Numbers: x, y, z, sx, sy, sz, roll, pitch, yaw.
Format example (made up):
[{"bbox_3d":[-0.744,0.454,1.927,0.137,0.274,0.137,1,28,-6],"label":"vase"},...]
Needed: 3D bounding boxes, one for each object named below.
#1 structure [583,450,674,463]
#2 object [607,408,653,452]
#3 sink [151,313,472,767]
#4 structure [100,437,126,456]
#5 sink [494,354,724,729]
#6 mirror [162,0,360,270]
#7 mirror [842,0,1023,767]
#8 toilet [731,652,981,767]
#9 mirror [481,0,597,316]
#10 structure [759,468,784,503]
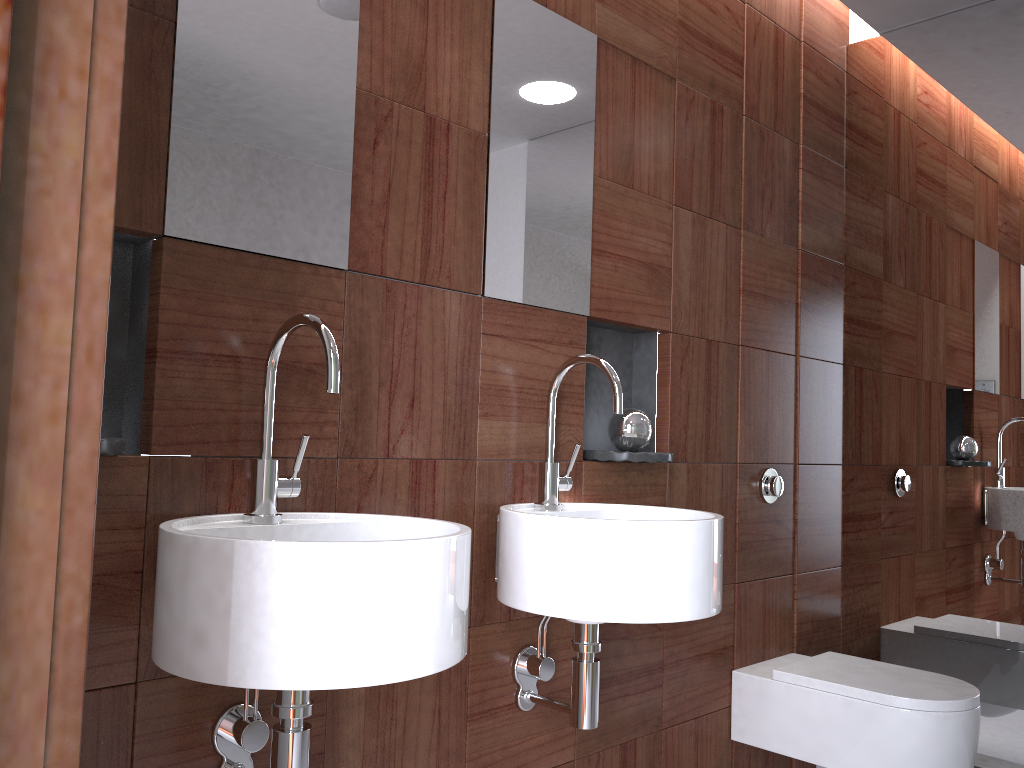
[{"bbox_3d":[0.261,0.166,2.040,0.222,0.023,0.220,-1,-5,35],"label":"structure"},{"bbox_3d":[-0.170,0.063,1.595,1.350,0.104,0.104,6,-5,-45],"label":"object"},{"bbox_3d":[-0.266,0.252,1.217,0.415,0.715,0.417,6,-5,-45],"label":"sink"},{"bbox_3d":[-0.626,0.079,1.159,0.220,0.023,0.222,2,-4,5],"label":"structure"},{"bbox_3d":[0.182,0.296,1.661,0.415,0.715,0.417,6,-5,-45],"label":"sink"},{"bbox_3d":[-0.383,-0.521,1.416,0.316,0.635,0.010,6,-5,-45],"label":"mirror"},{"bbox_3d":[1.567,-0.031,2.313,0.019,2.183,1.433,6,-5,-45],"label":"mirror"},{"bbox_3d":[0.881,0.873,2.241,0.329,0.284,0.547,6,-5,-45],"label":"toilet"},{"bbox_3d":[0.066,-0.477,1.861,0.316,0.635,0.010,6,-5,-45],"label":"mirror"},{"bbox_3d":[0.728,0.284,2.467,0.098,0.098,0.034,6,-5,-45],"label":"structure"}]
